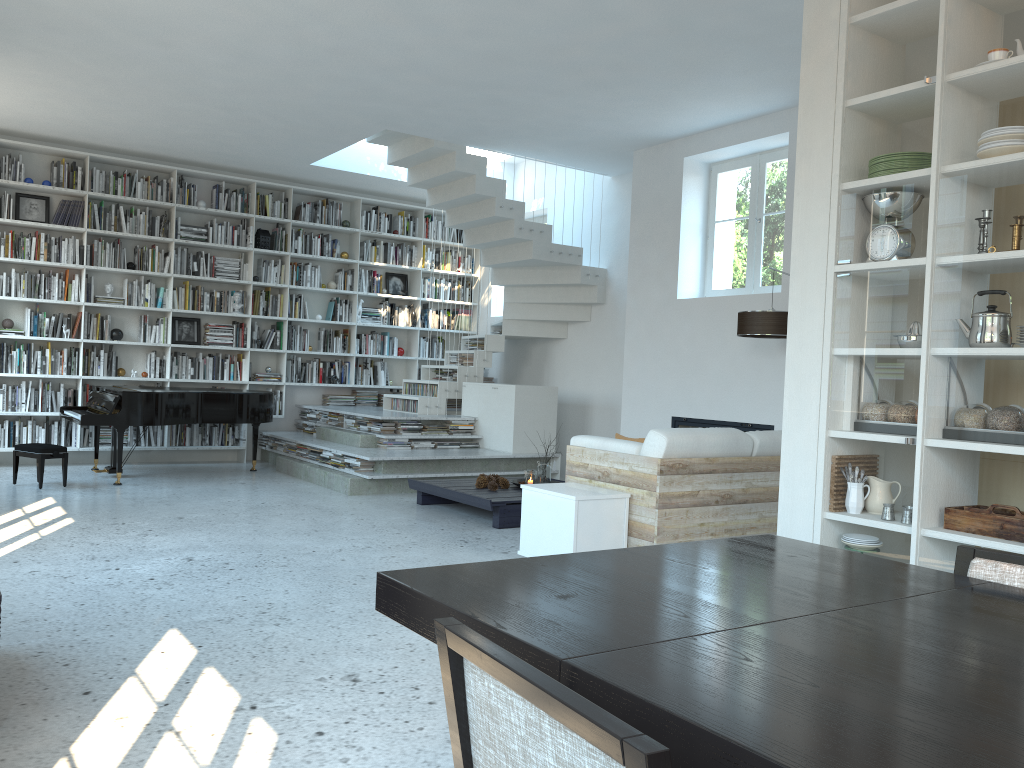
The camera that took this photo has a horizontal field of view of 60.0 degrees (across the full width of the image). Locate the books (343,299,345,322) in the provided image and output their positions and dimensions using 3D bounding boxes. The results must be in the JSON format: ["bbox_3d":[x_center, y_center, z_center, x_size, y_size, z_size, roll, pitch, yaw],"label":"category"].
[{"bbox_3d":[-2.032,-0.870,10.603,0.032,0.274,0.154,2,1,-34],"label":"books"}]

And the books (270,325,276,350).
[{"bbox_3d":[-2.732,-0.534,10.150,0.013,0.286,0.138,2,1,-34],"label":"books"}]

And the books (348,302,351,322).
[{"bbox_3d":[-1.973,-0.856,10.622,0.011,0.253,0.169,2,1,-34],"label":"books"}]

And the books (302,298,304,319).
[{"bbox_3d":[-2.456,-0.875,10.323,0.007,0.254,0.161,2,1,-34],"label":"books"}]

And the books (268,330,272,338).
[{"bbox_3d":[-2.813,-0.504,10.101,0.095,0.226,0.144,2,1,-34],"label":"books"}]

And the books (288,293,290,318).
[{"bbox_3d":[-2.595,-0.897,10.206,0.035,0.288,0.191,2,1,-34],"label":"books"}]

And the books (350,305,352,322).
[{"bbox_3d":[-1.969,-0.836,10.645,0.023,0.212,0.164,2,1,-34],"label":"books"}]

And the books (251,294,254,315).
[{"bbox_3d":[-2.952,-0.891,10.001,0.013,0.247,0.176,2,1,-34],"label":"books"}]

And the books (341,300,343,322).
[{"bbox_3d":[-2.055,-0.863,10.578,0.015,0.259,0.152,2,1,-34],"label":"books"}]

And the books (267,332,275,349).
[{"bbox_3d":[-2.774,-0.492,10.119,0.091,0.205,0.169,2,1,-34],"label":"books"}]

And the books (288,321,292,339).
[{"bbox_3d":[-2.580,-0.556,10.262,0.007,0.342,0.149,2,1,-34],"label":"books"}]

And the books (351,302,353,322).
[{"bbox_3d":[-1.949,-0.852,10.646,0.010,0.245,0.158,2,1,-34],"label":"books"}]

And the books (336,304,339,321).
[{"bbox_3d":[-2.105,-0.840,10.542,0.006,0.210,0.188,2,1,-34],"label":"books"}]

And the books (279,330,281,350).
[{"bbox_3d":[-2.689,-0.502,10.169,0.021,0.226,0.148,2,1,-34],"label":"books"}]

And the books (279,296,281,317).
[{"bbox_3d":[-2.687,-0.881,10.172,0.019,0.248,0.149,2,1,-34],"label":"books"}]

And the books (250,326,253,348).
[{"bbox_3d":[-2.963,-0.526,9.995,0.028,0.253,0.142,2,1,-34],"label":"books"}]

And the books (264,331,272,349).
[{"bbox_3d":[-2.802,-0.497,10.103,0.090,0.212,0.143,2,1,-34],"label":"books"}]

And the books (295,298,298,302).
[{"bbox_3d":[-2.519,-0.872,10.270,0.008,0.242,0.169,2,1,-34],"label":"books"}]

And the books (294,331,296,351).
[{"bbox_3d":[-2.537,-0.497,10.256,0.011,0.226,0.188,2,1,-34],"label":"books"}]

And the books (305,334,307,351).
[{"bbox_3d":[-2.433,-0.483,10.344,0.014,0.207,0.180,2,1,-34],"label":"books"}]

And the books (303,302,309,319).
[{"bbox_3d":[-2.417,-0.850,10.318,0.051,0.210,0.176,2,1,-34],"label":"books"}]

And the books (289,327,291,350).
[{"bbox_3d":[-2.588,-0.526,10.238,0.006,0.281,0.155,2,1,-34],"label":"books"}]

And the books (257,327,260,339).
[{"bbox_3d":[-2.896,-0.521,10.046,0.035,0.248,0.140,2,1,-34],"label":"books"}]

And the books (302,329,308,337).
[{"bbox_3d":[-2.423,-0.510,10.356,0.014,0.261,0.141,2,1,-34],"label":"books"}]

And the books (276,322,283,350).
[{"bbox_3d":[-2.671,-0.551,10.175,0.014,0.325,0.182,2,1,-34],"label":"books"}]

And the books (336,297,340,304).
[{"bbox_3d":[-2.094,-0.883,10.567,0.013,0.295,0.154,2,1,-34],"label":"books"}]

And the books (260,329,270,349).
[{"bbox_3d":[-2.827,-0.506,10.061,0.095,0.228,0.190,2,1,-34],"label":"books"}]

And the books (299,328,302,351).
[{"bbox_3d":[-2.484,-0.515,10.304,0.012,0.267,0.183,2,1,-34],"label":"books"}]

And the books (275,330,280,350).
[{"bbox_3d":[-2.704,-0.501,10.145,0.029,0.223,0.171,2,1,-34],"label":"books"}]

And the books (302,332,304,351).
[{"bbox_3d":[-2.461,-0.492,10.340,0.008,0.223,0.133,2,1,-34],"label":"books"}]

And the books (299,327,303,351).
[{"bbox_3d":[-2.476,-0.524,10.328,0.006,0.285,0.159,2,1,-34],"label":"books"}]

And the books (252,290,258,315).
[{"bbox_3d":[-2.912,-0.911,9.995,0.035,0.293,0.145,2,1,-34],"label":"books"}]

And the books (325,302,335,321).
[{"bbox_3d":[-2.160,-0.857,10.520,0.056,0.241,0.153,2,1,-34],"label":"books"}]

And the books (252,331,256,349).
[{"bbox_3d":[-2.930,-0.494,9.994,0.027,0.192,0.182,2,1,-34],"label":"books"}]

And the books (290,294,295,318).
[{"bbox_3d":[-2.550,-0.891,10.219,0.013,0.279,0.191,2,1,-34],"label":"books"}]

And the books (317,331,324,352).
[{"bbox_3d":[-2.262,-0.500,10.469,0.019,0.252,0.130,2,1,-34],"label":"books"}]

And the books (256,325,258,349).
[{"bbox_3d":[-2.915,-0.531,10.032,0.012,0.266,0.157,2,1,-34],"label":"books"}]

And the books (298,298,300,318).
[{"bbox_3d":[-2.494,-0.871,10.292,0.017,0.243,0.132,2,1,-34],"label":"books"}]

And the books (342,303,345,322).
[{"bbox_3d":[-2.041,-0.845,10.580,0.012,0.224,0.178,2,1,-34],"label":"books"}]

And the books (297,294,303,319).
[{"bbox_3d":[-2.469,-0.893,10.304,0.013,0.287,0.158,2,1,-34],"label":"books"}]

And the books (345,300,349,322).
[{"bbox_3d":[-2.002,-0.868,10.597,0.012,0.273,0.183,2,1,-34],"label":"books"}]

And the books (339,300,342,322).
[{"bbox_3d":[-2.068,-0.865,10.568,0.018,0.263,0.165,2,1,-34],"label":"books"}]

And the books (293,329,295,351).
[{"bbox_3d":[-2.552,-0.508,10.258,0.013,0.249,0.165,2,1,-34],"label":"books"}]

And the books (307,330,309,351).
[{"bbox_3d":[-2.412,-0.505,10.364,0.013,0.251,0.172,2,1,-34],"label":"books"}]

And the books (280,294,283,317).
[{"bbox_3d":[-2.669,-0.890,10.181,0.033,0.269,0.141,2,1,-34],"label":"books"}]

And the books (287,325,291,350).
[{"bbox_3d":[-2.599,-0.534,10.232,0.018,0.295,0.177,2,1,-34],"label":"books"}]

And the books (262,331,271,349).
[{"bbox_3d":[-2.815,-0.496,10.075,0.089,0.210,0.175,2,1,-34],"label":"books"}]

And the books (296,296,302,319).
[{"bbox_3d":[-2.479,-0.884,10.291,0.006,0.270,0.178,2,1,-34],"label":"books"}]

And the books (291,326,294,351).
[{"bbox_3d":[-2.557,-0.526,10.250,0.005,0.284,0.159,2,1,-34],"label":"books"}]

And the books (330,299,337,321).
[{"bbox_3d":[-2.125,-0.868,10.535,0.021,0.264,0.174,2,1,-34],"label":"books"}]

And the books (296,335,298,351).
[{"bbox_3d":[-2.521,-0.476,10.277,0.013,0.186,0.183,2,1,-34],"label":"books"}]

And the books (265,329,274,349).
[{"bbox_3d":[-2.788,-0.511,10.110,0.094,0.238,0.149,2,1,-34],"label":"books"}]

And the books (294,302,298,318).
[{"bbox_3d":[-2.515,-0.846,10.242,0.017,0.192,0.191,2,1,-34],"label":"books"}]

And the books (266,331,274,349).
[{"bbox_3d":[-2.790,-0.498,10.120,0.090,0.215,0.139,2,1,-34],"label":"books"}]

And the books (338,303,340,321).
[{"bbox_3d":[-2.097,-0.844,10.547,0.013,0.219,0.187,2,1,-34],"label":"books"}]

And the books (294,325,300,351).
[{"bbox_3d":[-2.507,-0.531,10.282,0.014,0.297,0.175,2,1,-34],"label":"books"}]

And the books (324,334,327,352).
[{"bbox_3d":[-2.227,-0.480,10.475,0.016,0.216,0.177,2,1,-34],"label":"books"}]

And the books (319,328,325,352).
[{"bbox_3d":[-2.254,-0.519,10.489,0.016,0.290,0.131,2,1,-34],"label":"books"}]

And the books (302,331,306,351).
[{"bbox_3d":[-2.446,-0.499,10.338,0.015,0.238,0.176,2,1,-34],"label":"books"}]

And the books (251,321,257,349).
[{"bbox_3d":[-2.919,-0.551,10.017,0.013,0.307,0.141,2,1,-34],"label":"books"}]
